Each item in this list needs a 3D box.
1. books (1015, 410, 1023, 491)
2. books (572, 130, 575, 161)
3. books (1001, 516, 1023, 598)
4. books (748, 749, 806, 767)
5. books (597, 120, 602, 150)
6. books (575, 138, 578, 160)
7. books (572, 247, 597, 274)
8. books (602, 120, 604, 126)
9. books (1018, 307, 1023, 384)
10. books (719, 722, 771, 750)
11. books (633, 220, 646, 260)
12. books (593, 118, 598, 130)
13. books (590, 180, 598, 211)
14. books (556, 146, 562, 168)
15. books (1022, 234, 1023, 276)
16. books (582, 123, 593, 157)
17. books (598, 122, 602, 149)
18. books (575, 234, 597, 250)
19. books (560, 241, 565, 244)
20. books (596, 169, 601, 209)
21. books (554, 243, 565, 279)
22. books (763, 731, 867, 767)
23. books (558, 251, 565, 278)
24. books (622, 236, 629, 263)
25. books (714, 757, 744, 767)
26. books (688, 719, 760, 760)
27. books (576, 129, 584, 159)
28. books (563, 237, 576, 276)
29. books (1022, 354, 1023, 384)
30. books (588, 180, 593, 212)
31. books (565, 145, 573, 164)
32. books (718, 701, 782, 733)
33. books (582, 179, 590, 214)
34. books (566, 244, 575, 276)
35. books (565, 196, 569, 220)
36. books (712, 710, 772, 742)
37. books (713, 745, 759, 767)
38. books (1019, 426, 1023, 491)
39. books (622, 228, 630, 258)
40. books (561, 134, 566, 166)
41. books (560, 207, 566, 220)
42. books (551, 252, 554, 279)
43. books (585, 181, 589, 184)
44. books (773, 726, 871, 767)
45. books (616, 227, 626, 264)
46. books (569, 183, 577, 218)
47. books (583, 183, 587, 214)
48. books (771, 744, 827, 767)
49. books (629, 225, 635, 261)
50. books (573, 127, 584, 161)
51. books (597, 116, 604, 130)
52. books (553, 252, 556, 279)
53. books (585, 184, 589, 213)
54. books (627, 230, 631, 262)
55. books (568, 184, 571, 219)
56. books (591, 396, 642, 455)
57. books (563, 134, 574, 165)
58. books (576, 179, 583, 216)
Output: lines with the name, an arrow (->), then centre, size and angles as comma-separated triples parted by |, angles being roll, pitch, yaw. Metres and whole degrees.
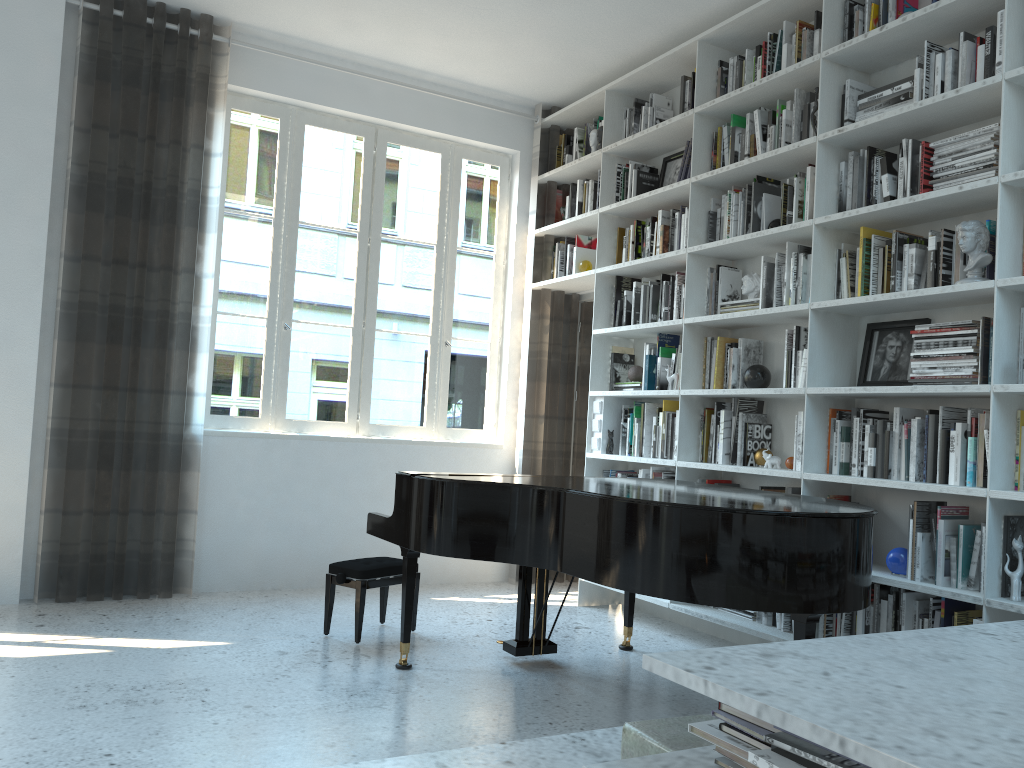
books -> 1.858, 0.241, 3.174 | 0.159, 0.285, 0.012 | 5, -3, -29
books -> 0.476, -1.538, 5.919 | 0.160, 0.281, 0.010 | 5, -3, -29
books -> 1.787, 0.608, 3.133 | 0.159, 0.285, 0.012 | 5, -3, -29
books -> 0.489, 0.565, 1.269 | 0.190, 0.015, 0.230 | 5, -3, -24
books -> 0.617, -1.539, 5.681 | 0.158, 0.275, 0.013 | 5, -3, -29
books -> 0.498, -1.502, 5.850 | 0.175, 0.206, 0.030 | 5, -3, -29
books -> 0.484, -0.774, 5.772 | 0.187, 0.211, 0.029 | 5, -3, -29
books -> 0.643, -1.529, 5.623 | 0.179, 0.253, 0.021 | 5, -3, -29
books -> 1.878, -0.124, 3.188 | 0.159, 0.285, 0.012 | 5, -3, -29
books -> 0.492, 0.591, 1.508 | 0.242, 0.012, 0.137 | 5, -3, -28
books -> 0.790, -0.817, 5.228 | 0.164, 0.277, 0.011 | 5, -3, -29
books -> 0.580, -1.553, 5.736 | 0.145, 0.304, 0.014 | 5, -3, -29
books -> 0.577, -1.161, 5.669 | 0.166, 0.251, 0.030 | 5, -3, -29
books -> 0.378, -1.504, 6.072 | 0.188, 0.219, 0.014 | 5, -3, -29
books -> 1.898, -0.475, 3.202 | 0.161, 0.254, 0.014 | 5, -3, -29
books -> 0.548, -1.541, 5.784 | 0.181, 0.282, 0.039 | 5, -3, -29
books -> 0.623, -1.525, 5.639 | 0.167, 0.243, 0.025 | 5, -3, -29
books -> 0.488, -0.816, 5.799 | 0.179, 0.298, 0.013 | 5, -3, -29
books -> 0.381, -0.812, 6.034 | 0.135, 0.302, 0.013 | 5, -3, -29
books -> 0.618, -1.189, 5.603 | 0.189, 0.303, 0.012 | 5, -3, -29
books -> 0.369, -0.804, 6.007 | 0.170, 0.281, 0.023 | 5, -3, -29
books -> 0.505, 0.536, 1.278 | 0.159, 0.009, 0.228 | 5, -3, -33
books -> 0.389, -0.774, 5.967 | 0.181, 0.220, 0.010 | 5, -3, -29
books -> 0.740, -0.775, 5.307 | 0.175, 0.195, 0.026 | 5, -3, -29
books -> 0.488, 0.649, 1.507 | 0.250, 0.009, 0.144 | 5, -3, -29
books -> 0.479, 0.604, 1.529 | 0.297, 0.014, 0.184 | 5, -3, -30
books -> 0.511, -1.532, 5.818 | 0.190, 0.262, 0.057 | 5, -3, -29
books -> 0.426, -0.815, 5.876 | 0.187, 0.297, 0.013 | 5, -3, -29
books -> 1.886, -0.114, 3.172 | 0.154, 0.263, 0.024 | 5, -3, -29
books -> 0.565, -1.166, 5.694 | 0.167, 0.261, 0.025 | 5, -3, -29
books -> 0.441, -1.490, 5.957 | 0.182, 0.186, 0.028 | 5, -3, -29
books -> 0.490, 0.559, 1.516 | 0.228, 0.014, 0.149 | 5, -3, -31
books -> 0.532, -1.179, 5.777 | 0.155, 0.291, 0.037 | 5, -3, -29
books -> 0.446, -0.786, 5.828 | 0.188, 0.237, 0.021 | 5, -3, -29
books -> 0.435, -1.138, 5.951 | 0.166, 0.217, 0.034 | 5, -3, -29
books -> 0.491, 0.570, 1.513 | 0.269, 0.009, 0.132 | 5, -3, -25
books -> 0.481, 0.638, 1.521 | 0.212, 0.014, 0.161 | 5, -3, -25
books -> 1.865, 0.268, 3.156 | 0.141, 0.229, 0.027 | 5, -3, -29
books -> 0.741, -0.804, 5.358 | 0.153, 0.258, 0.062 | 5, -3, -29
books -> 0.411, -1.539, 6.021 | 0.175, 0.286, 0.014 | 5, -3, -29
books -> 0.406, -1.116, 6.023 | 0.129, 0.175, 0.121 | 5, -3, -29
books -> 0.346, -0.776, 6.045 | 0.179, 0.228, 0.013 | 5, -3, -29
books -> 0.536, -1.168, 5.750 | 0.162, 0.268, 0.013 | 5, -3, -29
books -> 0.524, 0.525, 1.288 | 0.129, 0.016, 0.261 | 5, -3, -30
books -> 0.709, -0.807, 5.383 | 0.180, 0.263, 0.012 | 5, -3, -29
books -> 0.464, -1.174, 5.868 | 0.186, 0.282, 0.023 | 5, -3, -29
books -> 0.541, -1.159, 5.739 | 0.192, 0.249, 0.012 | 5, -3, -29
books -> 0.512, 0.550, 1.282 | 0.154, 0.018, 0.221 | 5, -3, -28
books -> 0.780, -0.804, 5.259 | 0.187, 0.252, 0.014 | 5, -3, -29
books -> 0.495, -1.540, 5.881 | 0.189, 0.283, 0.028 | 5, -3, -29
books -> 0.600, -1.557, 5.723 | 0.129, 0.314, 0.029 | 5, -3, -29
books -> 0.353, -0.774, 6.034 | 0.162, 0.222, 0.013 | 5, -3, -29
books -> 0.550, -1.157, 5.724 | 0.173, 0.244, 0.021 | 5, -3, -29
books -> 0.770, -0.792, 5.279 | 0.172, 0.230, 0.030 | 5, -3, -29
books -> 0.450, -1.178, 5.933 | 0.162, 0.296, 0.011 | 5, -3, -29
books -> 0.626, 0.252, 5.317 | 0.307, 0.340, 0.106 | 5, -3, -29
books -> 0.430, -1.531, 5.981 | 0.177, 0.269, 0.025 | 5, -3, -29
books -> 0.501, -1.177, 5.793 | 0.179, 0.286, 0.021 | 5, -3, -29
